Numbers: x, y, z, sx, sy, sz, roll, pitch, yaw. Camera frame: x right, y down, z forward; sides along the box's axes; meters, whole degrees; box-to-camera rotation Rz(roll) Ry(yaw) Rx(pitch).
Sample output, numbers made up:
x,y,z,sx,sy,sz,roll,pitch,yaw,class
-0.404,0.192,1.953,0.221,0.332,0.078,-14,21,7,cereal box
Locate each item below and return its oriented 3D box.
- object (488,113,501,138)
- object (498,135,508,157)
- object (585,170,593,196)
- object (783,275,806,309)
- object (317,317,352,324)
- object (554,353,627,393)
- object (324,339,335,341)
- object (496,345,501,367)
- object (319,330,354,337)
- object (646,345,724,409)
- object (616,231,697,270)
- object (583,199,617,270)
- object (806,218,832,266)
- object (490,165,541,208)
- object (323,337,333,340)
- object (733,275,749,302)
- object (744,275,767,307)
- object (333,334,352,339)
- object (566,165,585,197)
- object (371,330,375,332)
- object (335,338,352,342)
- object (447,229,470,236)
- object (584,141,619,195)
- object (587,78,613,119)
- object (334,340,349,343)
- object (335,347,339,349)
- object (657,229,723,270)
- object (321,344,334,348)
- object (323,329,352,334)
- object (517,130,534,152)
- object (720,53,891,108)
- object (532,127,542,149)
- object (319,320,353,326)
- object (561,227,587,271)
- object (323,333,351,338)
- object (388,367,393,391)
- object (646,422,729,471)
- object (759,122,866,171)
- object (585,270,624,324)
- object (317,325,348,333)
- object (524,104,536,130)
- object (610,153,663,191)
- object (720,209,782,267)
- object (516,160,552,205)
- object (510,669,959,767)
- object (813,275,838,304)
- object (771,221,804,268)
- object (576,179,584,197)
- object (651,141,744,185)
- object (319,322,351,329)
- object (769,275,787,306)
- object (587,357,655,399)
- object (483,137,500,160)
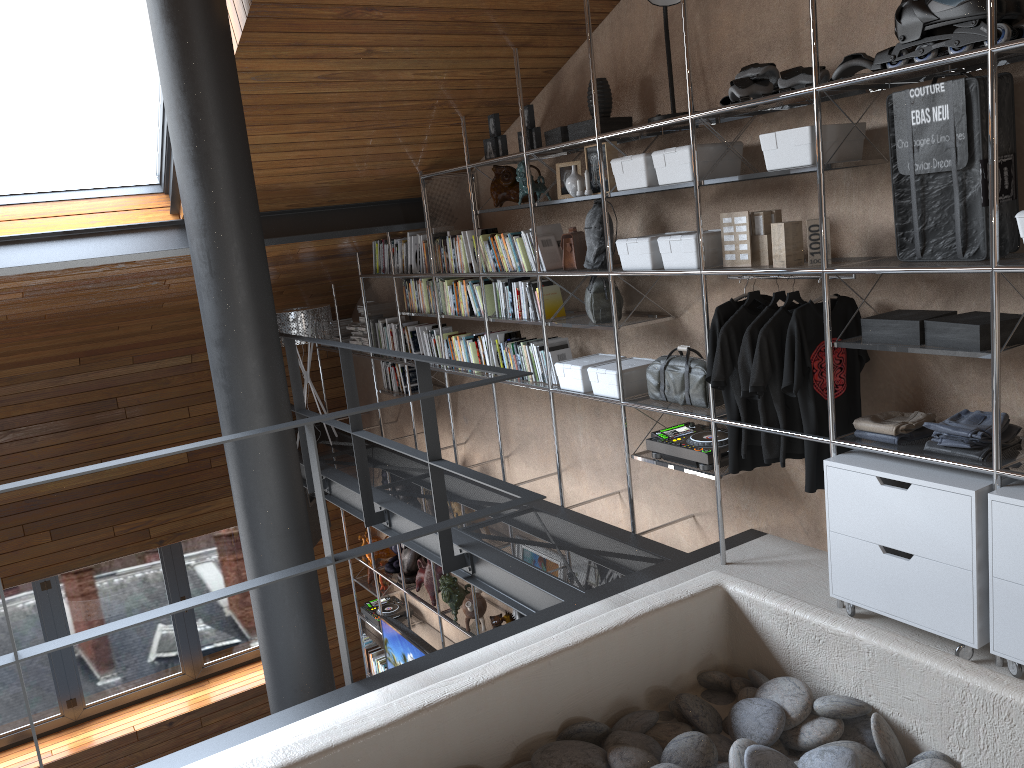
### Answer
x,y,z,sx,sy,sz,roll,pitch,yaw,class
-0.091,-1.338,4.595,0.029,0.114,0.084,-11,11,-24,object
-0.046,-1.222,4.579,0.029,0.117,0.086,-8,11,-11,object
0.339,-0.902,3.971,0.037,0.114,0.037,4,15,44,object
1.021,-0.297,3.214,0.387,0.197,0.009,-14,13,-35,object
-1.447,-0.514,7.218,0.246,0.016,0.182,-13,12,-31,object
0.393,-0.056,4.364,0.295,0.136,0.228,-13,12,-31,object
-1.424,-0.375,7.234,0.243,0.012,0.159,-13,12,-31,object
-0.016,-0.146,4.959,0.131,0.180,0.042,-13,12,-31,object
-1.421,-0.416,7.212,0.246,0.016,0.182,-13,12,-31,object
0.744,-0.042,3.786,0.166,0.247,0.376,-13,13,-33,object
0.627,-0.569,3.786,0.295,0.136,0.228,-13,12,-31,object
0.398,-0.677,4.079,0.157,0.339,0.229,-7,11,-4,object
1.063,-0.493,3.071,0.074,0.156,0.079,-3,11,18,object
0.019,-1.042,4.625,0.278,0.222,0.138,-4,11,15,object
-1.415,-0.391,7.245,0.216,0.012,0.161,-13,12,-31,object
0.894,-0.361,3.406,0.283,0.118,0.016,-13,12,-31,object
0.921,-0.315,3.372,0.387,0.197,0.009,-14,13,-35,object
-1.295,-0.377,7.010,0.203,0.013,0.161,-13,12,-31,object
0.294,-0.943,4.125,0.091,0.146,0.091,-6,10,3,object
-0.951,-0.405,6.480,0.217,0.013,0.161,-13,12,-31,object
-1.261,-0.365,7.005,0.228,0.016,0.182,-13,12,-31,object
-0.301,-0.787,5.234,0.146,0.240,0.023,-13,12,-31,object
0.403,-0.960,3.957,0.062,0.219,0.157,-13,12,-31,object
0.391,-1.266,3.952,0.115,0.177,0.115,-8,11,-6,object
-1.282,-0.350,7.011,0.201,0.013,0.161,-13,12,-31,object
-1.280,-0.301,7.025,0.201,0.012,0.161,-13,12,-31,object
0.768,-0.543,3.562,0.295,0.136,0.228,-13,12,-31,object
-1.418,-0.333,7.242,0.234,0.025,0.176,-13,12,-31,object
-1.423,-0.432,7.209,0.246,0.016,0.182,-13,12,-31,object
0.072,-1.218,4.475,0.029,0.117,0.086,-15,14,-40,object
0.983,-1.061,3.031,0.286,0.141,0.657,-15,13,-37,object
0.125,-1.209,4.394,0.029,0.117,0.086,-8,11,-6,object
-1.440,-0.497,7.212,0.246,0.016,0.182,-13,12,-31,object
0.296,-0.658,4.291,0.082,0.202,0.227,-3,11,20,object
-1.416,-0.404,7.233,0.224,0.017,0.167,-13,12,-31,object
-0.812,-0.043,6.277,0.111,0.174,0.011,-13,12,-31,object
0.821,0.260,3.843,0.320,0.114,0.405,-13,12,-31,object
1.032,-0.811,3.036,0.290,0.124,0.222,-13,12,-31,object
0.429,-0.424,4.206,0.166,0.240,0.390,-6,11,2,object
-1.429,-0.454,7.204,0.252,0.028,0.180,-13,12,-31,object
0.083,-1.325,4.412,0.029,0.114,0.084,-10,11,-19,object
0.598,-0.896,3.722,0.295,0.136,0.228,-13,12,-31,object
0.909,-0.551,3.338,0.142,0.205,0.196,-13,12,-32,object
0.105,-1.014,4.443,0.102,0.220,0.197,3,14,42,object
0.135,0.883,1.112,1.842,0.246,1.436,-13,12,-31,object
1.089,-0.325,3.096,0.283,0.118,0.016,-13,12,-31,object
0.971,-0.492,3.125,0.074,0.156,0.078,-9,11,-16,object
0.306,-0.887,4.012,0.037,0.077,0.037,4,15,44,object
0.736,-0.871,3.503,0.295,0.136,0.228,-13,12,-31,object
-1.431,-0.480,7.219,0.233,0.021,0.174,-13,12,-31,object
0.986,-0.303,3.269,0.387,0.197,0.009,-14,13,-35,object
0.535,-0.029,4.139,0.295,0.136,0.228,-13,12,-31,object
-0.106,-1.229,4.656,0.086,0.117,0.029,4,15,44,object
